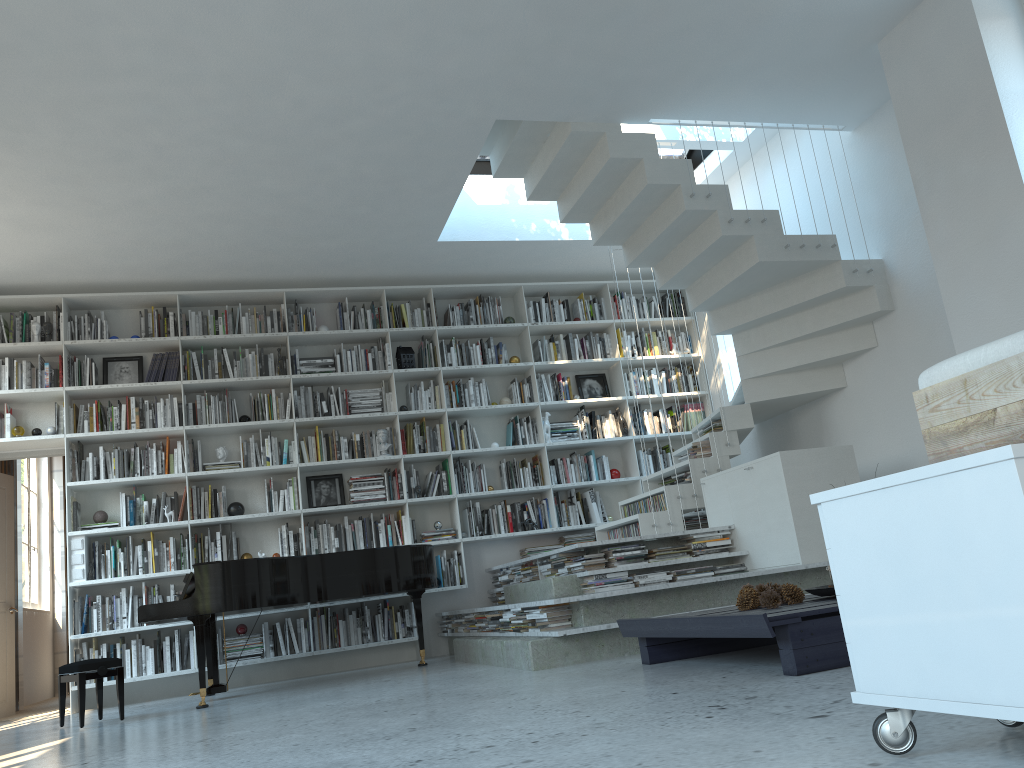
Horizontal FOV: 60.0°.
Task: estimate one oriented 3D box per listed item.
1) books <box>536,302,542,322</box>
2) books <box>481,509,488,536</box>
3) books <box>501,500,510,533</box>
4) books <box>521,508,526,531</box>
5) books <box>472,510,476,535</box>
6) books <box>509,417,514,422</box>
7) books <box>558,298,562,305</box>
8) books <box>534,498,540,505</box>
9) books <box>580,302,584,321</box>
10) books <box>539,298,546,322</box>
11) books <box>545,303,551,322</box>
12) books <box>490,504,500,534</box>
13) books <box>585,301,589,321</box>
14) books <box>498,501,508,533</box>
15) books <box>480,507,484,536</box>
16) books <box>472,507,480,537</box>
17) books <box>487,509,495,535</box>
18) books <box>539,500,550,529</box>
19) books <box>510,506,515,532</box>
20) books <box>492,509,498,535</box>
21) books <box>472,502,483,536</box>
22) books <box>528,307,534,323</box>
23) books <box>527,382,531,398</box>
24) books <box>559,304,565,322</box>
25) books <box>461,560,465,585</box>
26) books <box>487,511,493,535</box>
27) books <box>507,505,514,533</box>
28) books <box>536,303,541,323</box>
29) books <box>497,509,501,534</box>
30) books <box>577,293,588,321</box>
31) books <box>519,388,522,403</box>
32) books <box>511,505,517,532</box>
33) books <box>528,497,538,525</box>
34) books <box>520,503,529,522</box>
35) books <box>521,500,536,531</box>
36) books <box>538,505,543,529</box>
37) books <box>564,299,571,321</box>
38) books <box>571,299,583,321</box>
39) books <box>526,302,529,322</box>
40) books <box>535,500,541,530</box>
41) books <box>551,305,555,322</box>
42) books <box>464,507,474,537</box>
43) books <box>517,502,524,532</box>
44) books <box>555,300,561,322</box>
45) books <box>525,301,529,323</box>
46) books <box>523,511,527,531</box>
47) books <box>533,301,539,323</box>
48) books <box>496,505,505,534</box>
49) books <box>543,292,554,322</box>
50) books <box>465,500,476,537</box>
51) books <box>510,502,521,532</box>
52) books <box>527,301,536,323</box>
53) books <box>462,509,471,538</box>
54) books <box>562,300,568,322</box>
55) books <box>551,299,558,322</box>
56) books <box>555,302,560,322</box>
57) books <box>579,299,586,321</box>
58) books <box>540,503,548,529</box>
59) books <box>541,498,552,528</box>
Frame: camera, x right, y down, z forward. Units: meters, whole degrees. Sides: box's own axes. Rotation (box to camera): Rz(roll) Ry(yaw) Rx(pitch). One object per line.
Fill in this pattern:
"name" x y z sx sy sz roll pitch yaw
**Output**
"books" 0.237 -0.619 8.236 0.027 0.249 0.140 -4 -14 -18
"books" -0.243 1.198 7.582 0.065 0.231 0.162 -4 -14 -18
"books" -0.063 1.155 7.637 0.012 0.292 0.175 -4 -14 -18
"books" 0.076 1.190 7.686 0.022 0.210 0.136 -4 -14 -18
"books" -0.345 1.202 7.562 0.015 0.240 0.153 -4 -14 -18
"books" 0.015 0.446 7.882 0.016 0.289 0.135 -4 -14 -18
"books" 0.447 -0.646 8.306 0.012 0.278 0.153 -4 -14 -18
"books" 0.228 1.150 7.757 0.012 0.281 0.144 -4 -14 -18
"books" 0.626 -0.634 8.330 0.008 0.220 0.183 -4 -14 -17
"books" 0.276 -0.639 8.234 0.048 0.277 0.150 -4 -14 -18
"books" 0.316 -0.618 8.243 0.030 0.230 0.148 -4 -14 -18
"books" -0.148 1.176 7.621 0.014 0.267 0.172 -4 -14 -18
"books" 0.679 -0.641 8.344 0.007 0.225 0.170 -4 -14 -17
"books" -0.080 1.165 7.653 0.012 0.284 0.160 -4 -14 -18
"books" -0.280 1.177 7.570 0.010 0.276 0.174 -4 -14 -18
"books" -0.321 1.187 7.547 0.023 0.255 0.178 -4 -14 -18
"books" -0.191 1.196 7.610 0.029 0.234 0.143 -4 -14 -18
"books" 0.278 1.153 7.745 0.026 0.257 0.157 -4 -14 -18
"books" -0.017 1.183 7.662 0.025 0.237 0.157 -4 -14 -18
"books" -0.164 1.197 7.614 0.024 0.227 0.160 -4 -14 -18
"books" -0.298 1.167 7.558 0.030 0.293 0.189 -4 -14 -18
"books" 0.155 -0.589 8.168 0.022 0.182 0.190 -4 -14 -18
"books" 0.136 0.112 8.000 0.013 0.220 0.156 -4 -14 -18
"books" 0.443 -0.615 8.267 0.024 0.201 0.190 -4 -14 -18
"books" -0.427 1.565 7.344 0.012 0.205 0.161 -4 -14 -18
"books" -0.206 1.203 7.593 0.011 0.216 0.176 -4 -14 -18
"books" -0.040 1.178 7.641 0.031 0.243 0.185 -4 -14 -18
"books" 0.219 -0.613 8.210 0.024 0.230 0.169 -4 -14 -18
"books" -0.134 1.199 7.625 0.012 0.221 0.153 -4 -14 -18
"books" 0.664 -0.684 8.360 0.007 0.320 0.166 -4 -14 -18
"books" 0.054 0.118 7.992 0.011 0.227 0.132 -4 -14 -18
"books" 0.002 1.181 7.675 0.021 0.242 0.131 -4 -14 -18
"books" 0.186 1.143 7.732 0.013 0.293 0.135 -4 -14 -18
"books" 0.114 1.168 7.699 0.012 0.248 0.165 -4 -14 -18
"books" 0.151 1.156 7.707 0.070 0.265 0.186 -4 -14 -18
"books" 0.227 1.174 7.723 0.013 0.219 0.169 -4 -14 -18
"books" 0.502 -0.643 8.304 0.030 0.257 0.165 -4 -14 -18
"books" 0.612 -0.651 8.327 0.019 0.255 0.169 -4 -14 -18
"books" 0.124 -0.620 8.198 0.014 0.263 0.140 -4 -14 -18
"books" 0.204 1.156 7.734 0.021 0.264 0.150 -4 -14 -18
"books" 0.355 -0.613 8.267 0.030 0.220 0.133 -4 -14 -18
"books" -0.366 1.186 7.531 0.023 0.261 0.187 -4 -14 -18
"books" 0.050 1.166 7.683 0.026 0.262 0.170 -4 -14 -18
"books" 0.414 -0.635 8.279 0.021 0.253 0.152 -4 -14 -18
"books" 0.105 -0.636 8.187 0.028 0.293 0.150 -4 -14 -18
"books" 0.102 1.201 7.684 0.025 0.180 0.169 -4 -14 -18
"books" 0.196 -0.619 8.196 0.026 0.241 0.185 -4 -14 -18
"books" -0.114 1.178 7.619 0.025 0.252 0.182 -4 -14 -18
"books" 0.333 -0.671 8.251 0.014 0.331 0.181 -4 -14 -18
"books" -0.354 1.160 7.543 0.010 0.315 0.187 -4 -14 -18
"books" 0.028 1.166 7.669 0.026 0.262 0.174 -4 -14 -18
"books" 0.170 -0.620 8.194 0.025 0.250 0.178 -4 -14 -18
"books" -0.388 1.197 7.544 0.012 0.253 0.161 -4 -14 -18
"books" 0.478 -0.636 8.309 0.012 0.253 0.161 -4 -14 -18
"books" 0.379 -0.639 8.259 0.014 0.261 0.168 -4 -14 -18
"books" 0.397 -0.627 8.263 0.022 0.235 0.172 -4 -14 -18
"books" 0.642 -0.649 8.345 0.016 0.251 0.189 -4 -14 -18
"books" 0.257 1.167 7.728 0.025 0.227 0.176 -4 -14 -18
"books" 0.301 1.144 7.755 0.025 0.272 0.171 -4 -14 -18
